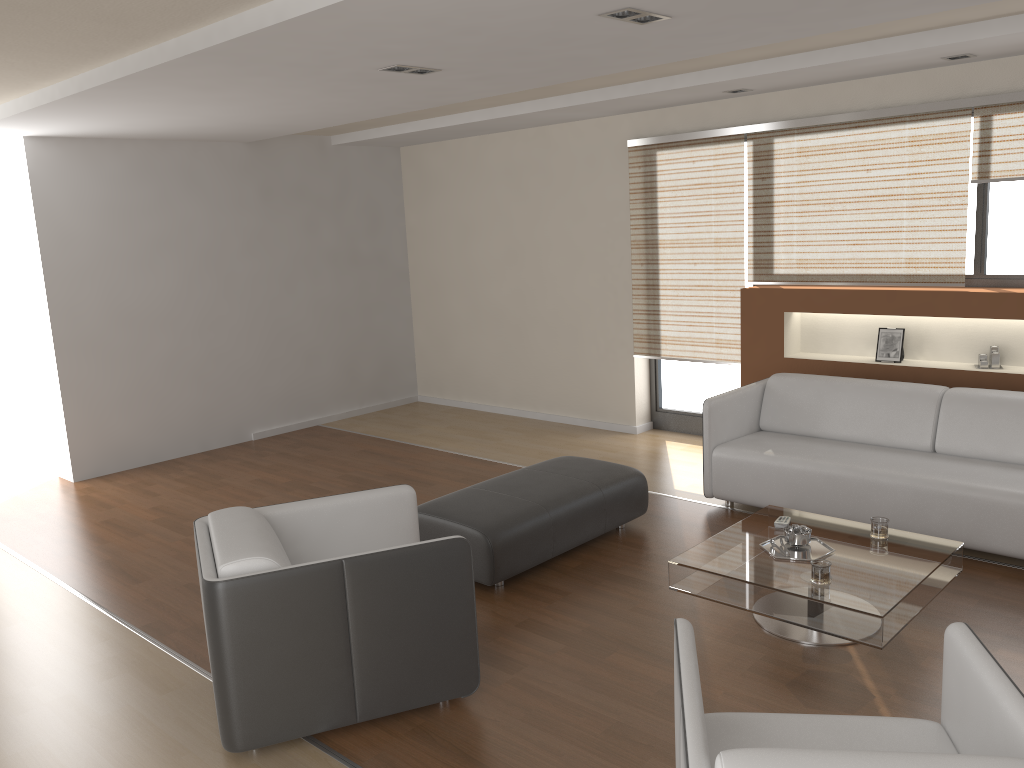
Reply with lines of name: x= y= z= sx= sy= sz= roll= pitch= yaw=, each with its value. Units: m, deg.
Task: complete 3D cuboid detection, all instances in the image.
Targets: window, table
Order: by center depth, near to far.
table: x=1.306 y=0.861 z=3.807 sx=0.900 sy=0.300 sz=0.900 roll=7 pitch=14 yaw=43
window: x=2.880 y=-1.143 z=5.409 sx=2.817 sy=0.986 sz=0.010 roll=7 pitch=14 yaw=43
window: x=1.487 y=-0.778 z=6.835 sx=0.889 sy=2.093 sz=0.010 roll=7 pitch=14 yaw=43

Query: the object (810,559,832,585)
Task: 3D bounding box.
object: x=1.209 y=0.736 z=3.470 sx=0.079 sy=0.077 sz=0.079 roll=3 pitch=12 yaw=32

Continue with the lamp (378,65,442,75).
lamp: x=-0.504 y=-1.588 z=4.365 sx=0.146 sy=0.087 sz=0.291 roll=7 pitch=14 yaw=43

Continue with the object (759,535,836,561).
object: x=1.224 y=0.705 z=3.814 sx=0.315 sy=0.011 sz=0.273 roll=-11 pitch=13 yaw=-38

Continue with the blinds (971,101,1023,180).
blinds: x=3.201 y=-1.339 z=4.671 sx=1.432 sy=0.441 sz=0.001 roll=7 pitch=14 yaw=43

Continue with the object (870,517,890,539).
object: x=1.619 y=0.634 z=3.907 sx=0.079 sy=0.077 sz=0.079 roll=3 pitch=12 yaw=32

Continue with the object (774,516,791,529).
object: x=1.261 y=0.638 z=4.122 sx=0.064 sy=0.029 sz=0.158 roll=2 pitch=11 yaw=25

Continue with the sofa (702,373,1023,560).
sofa: x=2.253 y=0.393 z=4.832 sx=2.238 sy=0.661 sz=0.919 roll=7 pitch=14 yaw=43

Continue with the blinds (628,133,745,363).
blinds: x=1.287 y=-0.983 z=6.595 sx=0.980 sy=1.635 sz=0.001 roll=7 pitch=14 yaw=43

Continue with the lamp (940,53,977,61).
lamp: x=2.457 y=-1.839 z=4.874 sx=0.146 sy=0.087 sz=0.146 roll=7 pitch=14 yaw=43

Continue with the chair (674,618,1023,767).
chair: x=0.773 y=1.010 z=2.023 sx=0.767 sy=0.706 sz=0.919 roll=-1 pitch=11 yaw=9

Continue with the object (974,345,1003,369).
object: x=2.883 y=-0.166 z=5.358 sx=0.141 sy=0.131 sz=0.141 roll=1 pitch=11 yaw=21

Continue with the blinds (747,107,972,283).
blinds: x=2.165 y=-1.167 z=5.707 sx=1.432 sy=1.044 sz=0.001 roll=7 pitch=14 yaw=43

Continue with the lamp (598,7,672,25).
lamp: x=0.479 y=-1.472 z=3.447 sx=0.146 sy=0.087 sz=0.291 roll=7 pitch=14 yaw=43

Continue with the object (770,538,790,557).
object: x=1.156 y=0.697 z=3.802 sx=0.051 sy=0.035 sz=0.147 roll=-4 pitch=10 yaw=-5

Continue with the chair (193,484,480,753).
chair: x=-0.693 y=0.813 z=3.392 sx=0.919 sy=0.661 sz=0.767 roll=-7 pitch=11 yaw=-21

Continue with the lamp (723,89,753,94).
lamp: x=1.474 y=-1.955 z=5.792 sx=0.146 sy=0.087 sz=0.146 roll=7 pitch=14 yaw=43

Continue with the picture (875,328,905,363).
picture: x=2.446 y=-0.254 z=5.724 sx=0.159 sy=0.216 sz=0.133 roll=5 pitch=13 yaw=38

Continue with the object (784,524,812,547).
object: x=1.245 y=0.658 z=3.865 sx=0.118 sy=0.079 sz=0.117 roll=-11 pitch=13 yaw=-38

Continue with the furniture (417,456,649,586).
furniture: x=0.104 y=0.684 z=4.832 sx=0.685 sy=0.301 sz=1.291 roll=7 pitch=14 yaw=43
